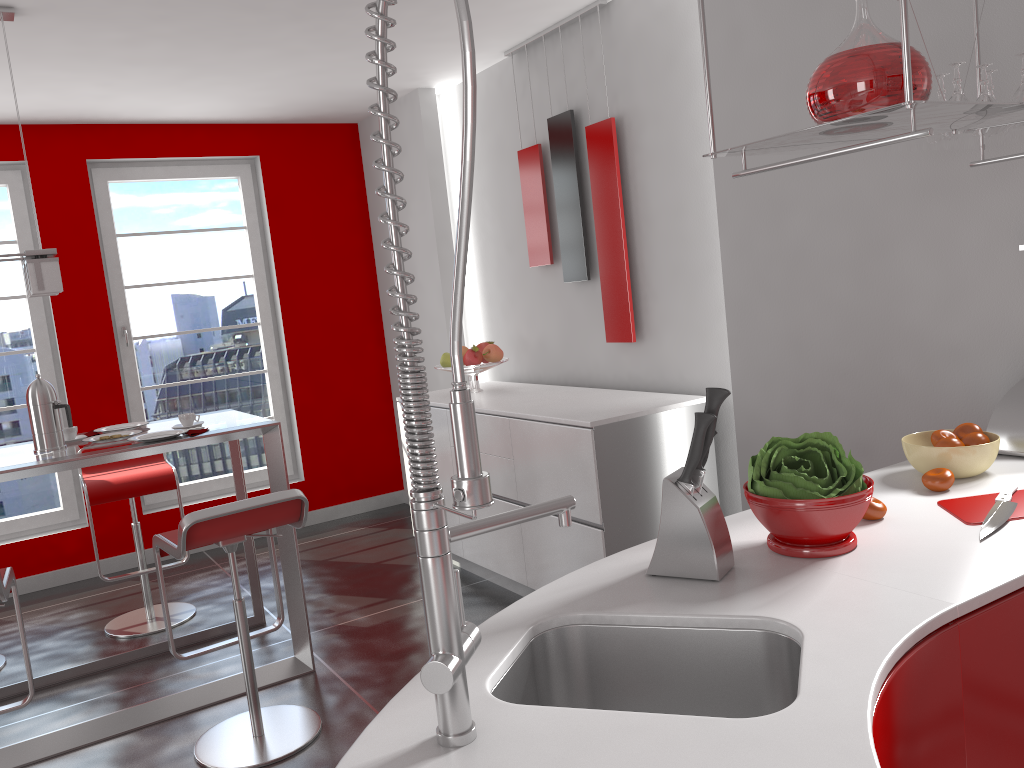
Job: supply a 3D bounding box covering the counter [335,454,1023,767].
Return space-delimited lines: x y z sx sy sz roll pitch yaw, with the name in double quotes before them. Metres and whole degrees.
"counter" 0.755 0.783 1.095 1.868 0.880 2.865 -6 6 3

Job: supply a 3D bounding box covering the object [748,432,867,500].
"object" 0.535 0.190 1.626 0.198 0.182 0.193 -9 7 -25

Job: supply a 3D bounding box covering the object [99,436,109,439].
"object" -1.574 0.205 3.422 0.034 0.006 0.036 -8 7 -18

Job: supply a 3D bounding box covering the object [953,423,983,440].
"object" 1.057 0.121 2.057 0.066 0.058 0.055 0 9 45

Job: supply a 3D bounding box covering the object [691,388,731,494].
"object" 0.321 0.167 1.545 0.150 0.322 0.014 -3 7 30

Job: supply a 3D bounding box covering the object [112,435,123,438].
"object" -1.511 0.201 3.393 0.034 0.006 0.036 -12 9 -42

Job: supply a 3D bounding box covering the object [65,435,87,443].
"object" -1.742 0.221 3.498 0.119 0.016 0.119 -10 8 -33

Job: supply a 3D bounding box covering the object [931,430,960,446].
"object" 0.999 0.133 2.043 0.062 0.052 0.065 0 9 44

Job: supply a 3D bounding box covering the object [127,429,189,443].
"object" -1.310 0.195 3.287 0.217 0.015 0.217 -6 6 6

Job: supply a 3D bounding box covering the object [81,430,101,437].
"object" -1.747 0.207 3.634 0.095 0.012 0.234 -10 7 -31

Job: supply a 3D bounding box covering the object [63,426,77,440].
"object" -1.752 0.198 3.497 0.078 0.049 0.062 -5 6 10

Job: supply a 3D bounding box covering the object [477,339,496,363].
"object" -0.150 -0.176 4.763 0.117 0.129 0.150 -4 7 17

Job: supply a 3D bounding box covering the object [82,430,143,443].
"object" -1.538 0.206 3.417 0.217 0.015 0.217 -6 6 7

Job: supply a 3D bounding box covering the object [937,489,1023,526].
"object" 0.978 0.238 1.743 0.266 0.006 0.168 -7 6 -4

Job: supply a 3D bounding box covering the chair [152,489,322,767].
"chair" -0.891 0.774 2.937 0.418 0.857 0.460 -11 8 -35

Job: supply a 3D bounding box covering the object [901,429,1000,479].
"object" 1.003 0.165 2.027 0.201 0.086 0.201 -10 7 -29

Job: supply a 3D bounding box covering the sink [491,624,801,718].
"sink" 0.202 0.489 1.261 0.428 0.172 0.326 -4 7 20

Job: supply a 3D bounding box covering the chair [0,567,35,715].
"chair" -1.605 0.900 2.520 0.418 0.857 0.460 -9 7 -25

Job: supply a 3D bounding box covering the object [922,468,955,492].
"object" 0.918 0.207 1.910 0.065 0.047 0.063 -10 7 -31

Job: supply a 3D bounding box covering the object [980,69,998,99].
"object" 1.068 -0.625 1.979 0.060 0.141 0.060 -2 8 36

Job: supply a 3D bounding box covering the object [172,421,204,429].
"object" -1.285 0.167 3.518 0.119 0.016 0.119 -8 6 -11

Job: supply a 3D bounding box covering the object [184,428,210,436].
"object" -1.189 0.177 3.351 0.095 0.012 0.234 -10 7 -30

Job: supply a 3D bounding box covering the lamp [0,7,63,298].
"lamp" -1.884 -0.825 3.205 0.304 1.025 0.304 -10 7 -30

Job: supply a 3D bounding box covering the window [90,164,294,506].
"window" -1.964 -0.332 5.558 0.938 2.038 0.117 -10 7 -30

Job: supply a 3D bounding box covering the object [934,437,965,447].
"object" 0.977 0.142 1.982 0.066 0.049 0.062 -9 7 -22

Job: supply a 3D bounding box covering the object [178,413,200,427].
"object" -1.281 0.143 3.520 0.078 0.049 0.062 -10 7 -31

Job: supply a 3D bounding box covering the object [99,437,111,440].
"object" -1.552 0.207 3.387 0.036 0.006 0.034 -7 6 -7

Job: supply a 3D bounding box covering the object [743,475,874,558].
"object" 0.549 0.241 1.638 0.228 0.118 0.229 -3 7 31

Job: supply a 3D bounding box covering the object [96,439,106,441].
"object" -1.570 0.215 3.383 0.034 0.006 0.036 -7 6 -9

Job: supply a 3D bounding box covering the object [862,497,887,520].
"object" 0.711 0.244 1.763 0.063 0.048 0.064 -2 8 37

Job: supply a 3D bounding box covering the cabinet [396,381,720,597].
"cabinet" 0.136 0.497 4.289 0.610 0.880 1.802 -10 7 -30

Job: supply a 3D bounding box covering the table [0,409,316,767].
"table" -1.756 0.751 3.354 1.700 1.000 0.800 -10 7 -30

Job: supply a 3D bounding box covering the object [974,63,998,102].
"object" 1.015 -0.611 1.903 0.060 0.141 0.060 -10 7 -30

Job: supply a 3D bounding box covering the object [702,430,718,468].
"object" 0.329 0.177 1.573 0.091 0.197 0.009 -3 7 30

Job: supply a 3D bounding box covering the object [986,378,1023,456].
"object" 1.380 0.069 2.068 0.300 0.170 0.400 -10 7 -30

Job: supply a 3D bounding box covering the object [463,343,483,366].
"object" -0.211 -0.149 4.590 0.097 0.133 0.117 -12 8 -41

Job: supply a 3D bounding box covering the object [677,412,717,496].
"object" 0.301 0.187 1.528 0.130 0.279 0.012 -3 7 30

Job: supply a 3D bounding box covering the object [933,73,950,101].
"object" 0.952 -0.610 1.961 0.060 0.141 0.060 -2 8 36

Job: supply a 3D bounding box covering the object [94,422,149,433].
"object" -1.628 0.185 3.701 0.217 0.015 0.217 -2 8 35

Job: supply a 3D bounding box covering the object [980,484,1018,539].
"object" 0.940 0.241 1.699 0.041 0.008 0.375 -2 8 36

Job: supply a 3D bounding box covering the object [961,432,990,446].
"object" 1.042 0.133 1.998 0.066 0.049 0.062 -11 8 -33

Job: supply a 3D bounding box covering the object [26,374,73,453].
"object" -1.729 0.102 3.312 0.149 0.287 0.113 -9 7 -22

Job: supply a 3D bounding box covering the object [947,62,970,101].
"object" 0.931 -0.596 1.851 0.060 0.141 0.060 -10 7 -30

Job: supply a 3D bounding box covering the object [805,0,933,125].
"object" 0.638 -0.598 1.603 0.213 0.266 0.213 -7 6 -2

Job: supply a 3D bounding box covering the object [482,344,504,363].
"object" -0.093 -0.162 4.648 0.097 0.101 0.121 -1 8 38

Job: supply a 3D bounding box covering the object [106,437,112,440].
"object" -1.536 0.209 3.405 0.036 0.006 0.034 -8 6 -13

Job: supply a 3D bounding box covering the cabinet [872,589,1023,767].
"cabinet" 1.003 0.713 1.192 1.025 0.761 1.875 -5 7 15

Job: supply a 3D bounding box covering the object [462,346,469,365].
"object" -0.269 -0.152 4.778 0.096 0.105 0.117 -7 6 -1

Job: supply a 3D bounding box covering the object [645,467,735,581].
"object" 0.307 0.243 1.568 0.137 0.178 0.091 -2 7 32

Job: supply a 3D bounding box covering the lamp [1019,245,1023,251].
"lamp" 1.400 -0.339 2.081 0.155 0.081 0.454 -10 7 -30

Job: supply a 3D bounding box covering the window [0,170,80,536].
"window" -3.070 -0.136 4.903 0.938 2.038 0.117 -10 7 -30

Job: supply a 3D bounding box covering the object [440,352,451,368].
"object" -0.325 -0.123 4.645 0.100 0.086 0.083 -4 7 19

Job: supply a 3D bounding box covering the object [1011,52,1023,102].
"object" 1.057 -0.607 1.824 0.060 0.141 0.060 -10 7 -30

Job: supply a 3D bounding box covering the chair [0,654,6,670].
"chair" -2.504 0.852 3.851 0.418 0.857 0.460 -9 7 -23

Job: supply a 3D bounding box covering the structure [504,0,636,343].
"structure" 0.268 -0.947 4.284 0.040 1.503 0.820 -10 7 -30

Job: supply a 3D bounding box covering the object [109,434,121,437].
"object" -1.533 0.200 3.429 0.036 0.006 0.034 -6 6 7

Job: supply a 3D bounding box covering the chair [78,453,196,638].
"chair" -1.811 0.726 4.284 0.418 0.857 0.460 -10 7 -28

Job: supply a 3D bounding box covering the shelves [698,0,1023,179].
"shelves" 0.838 -0.966 1.728 0.934 1.023 0.462 -10 7 -30

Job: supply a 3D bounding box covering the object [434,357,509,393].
"object" -0.204 -0.036 4.695 0.398 0.159 0.398 -4 7 19

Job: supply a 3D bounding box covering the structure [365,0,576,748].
"structure" -0.057 -0.028 1.009 0.178 0.920 0.308 -5 6 13
